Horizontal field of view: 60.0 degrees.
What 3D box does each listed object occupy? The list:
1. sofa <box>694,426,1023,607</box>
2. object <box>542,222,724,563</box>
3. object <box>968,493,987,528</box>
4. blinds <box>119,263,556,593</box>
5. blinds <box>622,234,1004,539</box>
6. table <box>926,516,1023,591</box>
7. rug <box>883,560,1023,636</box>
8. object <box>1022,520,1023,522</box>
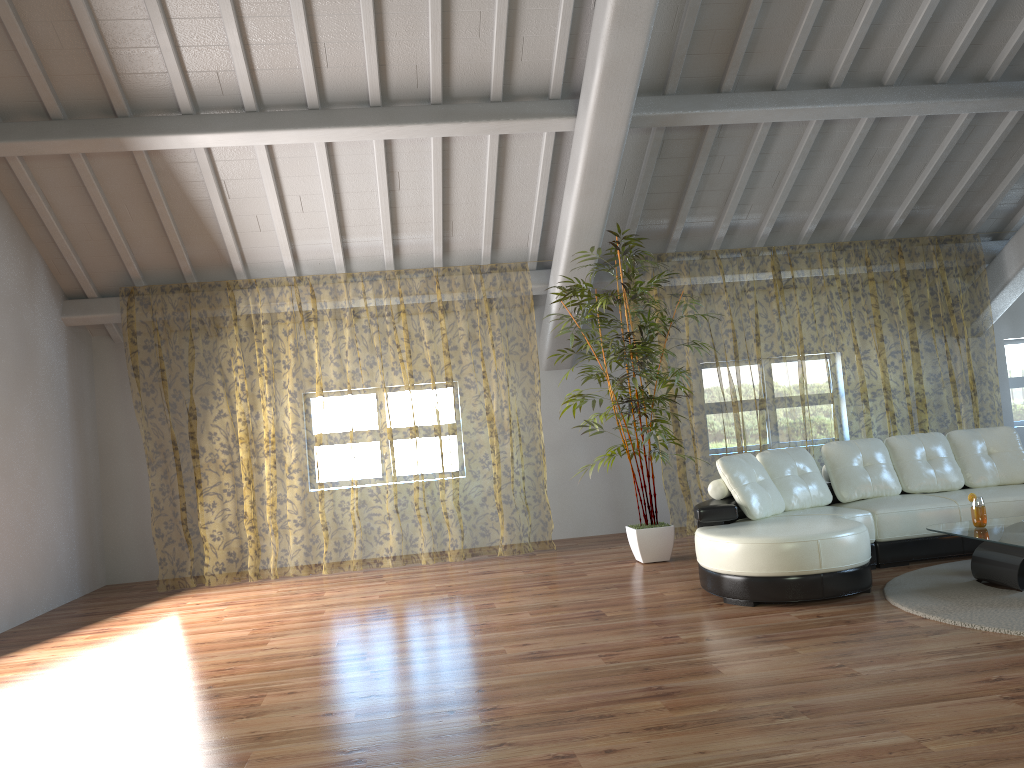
[{"bbox_3d":[2.398,0.768,5.821,3.047,0.805,1.359,-3,-4,-28],"label":"sofa"},{"bbox_3d":[0.947,0.097,6.683,1.399,2.473,1.177,-6,-4,18],"label":"object"},{"bbox_3d":[2.569,0.695,4.892,0.081,0.192,0.075,-7,-4,28],"label":"object"},{"bbox_3d":[-1.451,0.323,7.579,3.505,2.546,0.306,-5,-3,-7],"label":"blinds"},{"bbox_3d":[2.811,-0.015,8.095,3.505,2.546,0.306,-5,-3,-7],"label":"blinds"},{"bbox_3d":[2.981,0.883,4.596,1.201,0.290,1.201,-5,-3,-4],"label":"table"},{"bbox_3d":[3.094,1.017,4.415,2.313,0.020,2.307,-2,-4,-36],"label":"rug"},{"bbox_3d":[2.837,0.744,4.752,0.178,0.031,0.178,-4,-4,-14],"label":"object"}]
